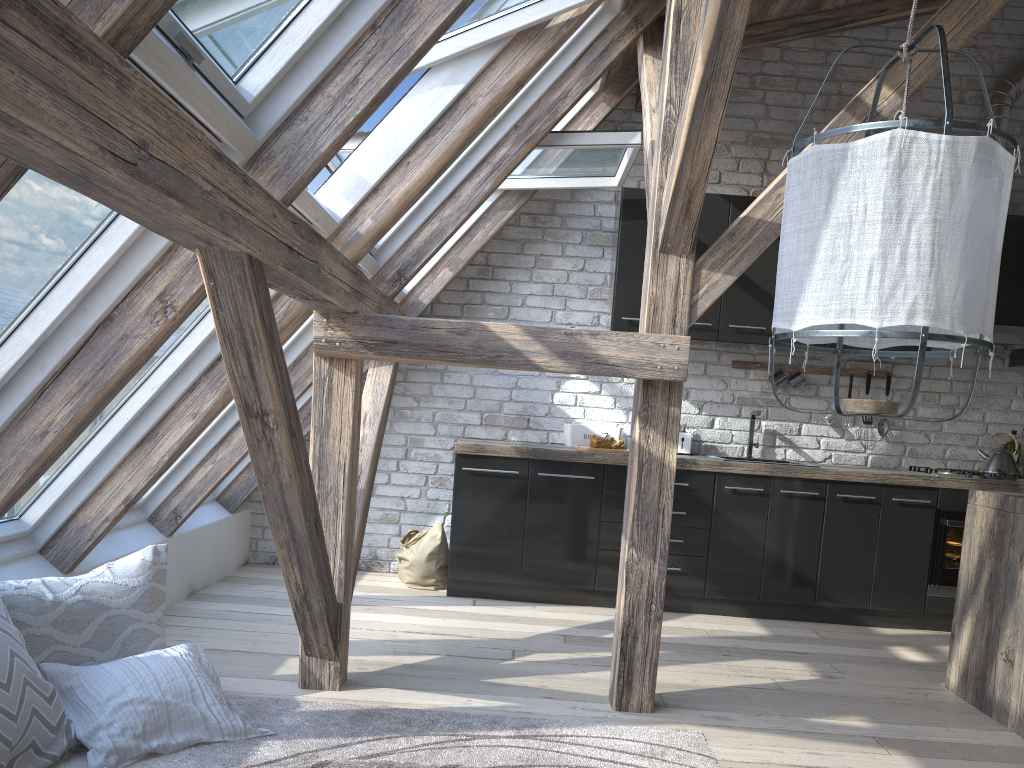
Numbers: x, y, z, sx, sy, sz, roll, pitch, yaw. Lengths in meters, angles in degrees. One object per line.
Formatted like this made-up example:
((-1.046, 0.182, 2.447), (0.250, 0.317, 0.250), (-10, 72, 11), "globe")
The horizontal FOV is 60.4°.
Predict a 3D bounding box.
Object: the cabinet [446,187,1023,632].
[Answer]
((1.827, 0.043, 4.196), (4.214, 2.531, 2.078), (4, 3, 0), "cabinet")

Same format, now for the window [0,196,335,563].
((-1.195, -0.023, 2.649), (1.096, 1.288, 0.849), (4, 3, 0), "window")

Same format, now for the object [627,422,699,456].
((0.881, 0.306, 5.176), (0.405, 0.203, 0.146), (4, 3, 2), "object")

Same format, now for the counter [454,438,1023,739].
((1.565, 0.857, 4.206), (3.811, 0.859, 2.231), (4, -1, 0), "counter")

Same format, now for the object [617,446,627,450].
((0.604, 0.354, 4.877), (0.069, 0.017, 0.077), (5, -1, -22), "object")

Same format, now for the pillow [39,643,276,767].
((-1.061, 0.948, 2.623), (0.472, 0.244, 0.537), (4, 0, 42), "pillow")

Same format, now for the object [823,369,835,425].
((1.880, 0.078, 5.183), (0.071, 0.329, 0.065), (4, 5, 0), "object")

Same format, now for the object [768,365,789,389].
((1.567, -0.038, 5.169), (0.117, 0.140, 0.092), (4, 3, 2), "object")

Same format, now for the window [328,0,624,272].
((-0.112, -1.119, 3.452), (1.096, 1.288, 0.849), (4, 3, 0), "window")

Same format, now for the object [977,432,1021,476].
((2.735, 0.384, 4.916), (0.222, 0.237, 0.220), (4, 2, -10), "object")

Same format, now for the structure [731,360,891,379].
((1.766, -0.085, 5.178), (0.932, 0.046, 0.081), (4, 0, 0), "structure")

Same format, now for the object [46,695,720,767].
((-0.471, 1.026, 1.415), (2.187, 0.057, 3.173), (4, -2, 1), "object")

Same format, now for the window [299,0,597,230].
((-0.166, -1.149, 2.536), (1.406, 1.288, 0.849), (4, 3, 0), "window")

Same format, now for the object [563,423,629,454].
((0.512, 0.308, 4.988), (0.382, 0.134, 0.586), (4, -1, -11), "object")

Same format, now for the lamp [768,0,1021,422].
((0.769, -0.881, 1.639), (0.396, 1.912, 0.407), (9, 7, 41), "lamp")

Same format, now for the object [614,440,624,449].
((0.581, 0.333, 4.858), (0.073, 0.055, 0.082), (4, 1, -23), "object")

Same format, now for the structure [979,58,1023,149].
((3.156, -1.539, 4.983), (0.982, 1.296, 0.168), (4, 5, 0), "structure")

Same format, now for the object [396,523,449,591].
((-0.527, 0.966, 5.092), (0.391, 0.393, 0.337), (5, 3, 26), "object")

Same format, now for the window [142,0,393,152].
((-0.123, -1.173, 1.620), (1.096, 1.288, 0.849), (4, 3, 0), "window")

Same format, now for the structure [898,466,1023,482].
((2.591, 0.509, 4.980), (0.605, 0.032, 0.494), (4, -2, 0), "structure")

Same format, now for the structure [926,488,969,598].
((2.565, 0.883, 4.996), (0.587, 0.594, 0.580), (4, 2, 0), "structure")

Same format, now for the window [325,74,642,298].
((-0.168, -1.096, 4.367), (1.520, 1.288, 0.849), (4, 3, 0), "window")

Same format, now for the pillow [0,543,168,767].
((-1.372, 0.782, 2.474), (0.500, 0.537, 1.150), (4, 0, 6), "pillow")

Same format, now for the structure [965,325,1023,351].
((2.648, -0.275, 5.013), (0.599, 0.104, 0.367), (4, -1, 0), "structure")

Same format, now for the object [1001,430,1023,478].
((2.964, 0.415, 5.194), (0.089, 0.285, 0.081), (4, 5, -4), "object")

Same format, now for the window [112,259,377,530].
((-1.190, 0.004, 3.565), (1.096, 1.288, 0.849), (4, 3, 0), "window")

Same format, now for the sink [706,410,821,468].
((1.400, 0.408, 4.976), (0.526, 0.520, 0.511), (4, 2, 0), "sink")

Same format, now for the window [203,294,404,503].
((-1.184, 0.031, 4.480), (1.096, 1.288, 0.849), (4, 3, 0), "window")

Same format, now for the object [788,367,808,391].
((1.675, -0.031, 5.162), (0.117, 0.140, 0.092), (5, 3, 17), "object")

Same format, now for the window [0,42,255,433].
((-1.201, -0.051, 1.733), (1.096, 1.288, 0.849), (4, 3, 0), "window")

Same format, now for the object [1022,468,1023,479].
((3.080, 0.473, 5.218), (0.080, 0.185, 0.039), (5, 5, 13), "object")

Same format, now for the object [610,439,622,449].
((0.561, 0.329, 4.837), (0.072, 0.058, 0.083), (4, 1, -24), "object")

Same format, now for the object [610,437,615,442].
((0.535, 0.324, 4.889), (0.074, 0.068, 0.078), (3, 2, -28), "object")

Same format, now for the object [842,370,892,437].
((2.090, 0.114, 5.153), (0.282, 0.385, 0.069), (4, 5, 0), "object")

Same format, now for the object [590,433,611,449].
((0.482, 0.309, 4.814), (0.090, 0.088, 0.085), (3, 2, -23), "object")
